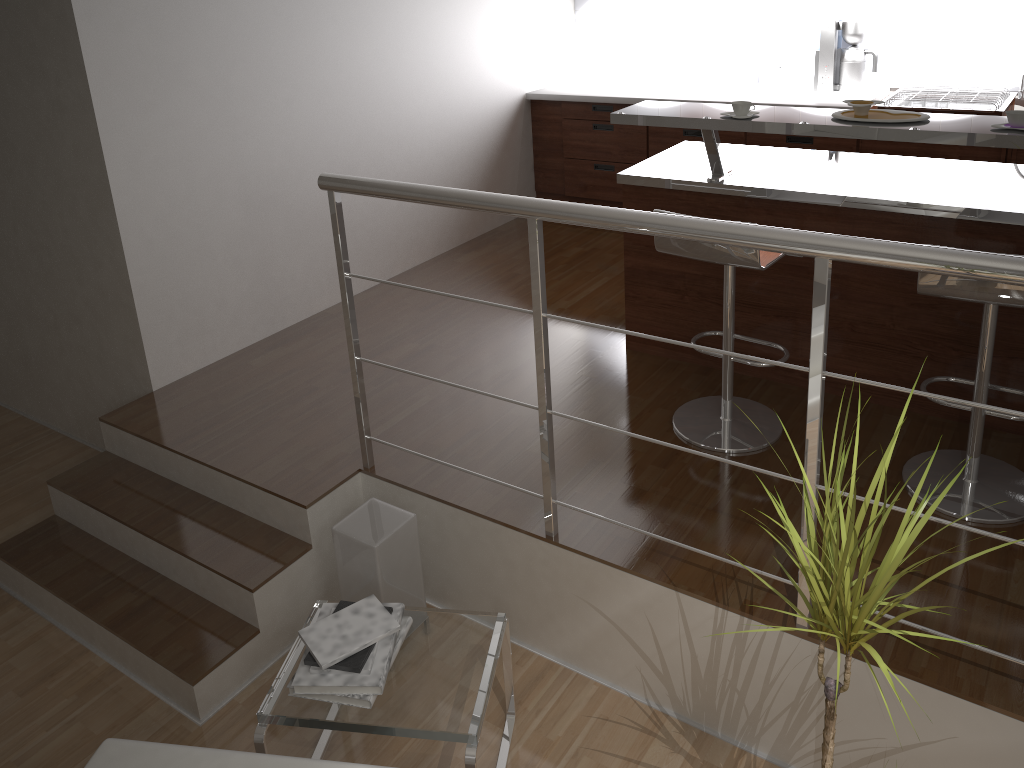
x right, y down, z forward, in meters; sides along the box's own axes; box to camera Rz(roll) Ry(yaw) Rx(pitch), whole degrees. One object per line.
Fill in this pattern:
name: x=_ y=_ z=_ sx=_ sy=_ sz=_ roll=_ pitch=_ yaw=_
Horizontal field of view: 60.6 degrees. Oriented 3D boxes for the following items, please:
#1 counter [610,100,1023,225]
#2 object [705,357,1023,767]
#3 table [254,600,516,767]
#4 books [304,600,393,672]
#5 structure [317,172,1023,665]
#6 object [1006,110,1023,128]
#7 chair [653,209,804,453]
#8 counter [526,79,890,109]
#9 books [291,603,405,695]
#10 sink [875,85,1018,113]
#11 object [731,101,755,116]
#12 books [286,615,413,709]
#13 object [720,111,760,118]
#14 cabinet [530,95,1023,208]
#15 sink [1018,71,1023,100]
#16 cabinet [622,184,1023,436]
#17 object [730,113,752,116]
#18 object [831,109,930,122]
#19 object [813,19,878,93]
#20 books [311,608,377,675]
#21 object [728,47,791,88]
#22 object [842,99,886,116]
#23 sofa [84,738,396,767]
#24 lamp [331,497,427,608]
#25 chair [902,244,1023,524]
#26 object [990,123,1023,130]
counter: x=1.433 y=-0.845 z=3.164 sx=2.133 sy=0.302 sz=0.873 roll=15 pitch=31 yaw=33
object: x=0.565 y=0.668 z=1.537 sx=0.452 sy=1.399 sz=0.514 roll=-20 pitch=26 yaw=-38
table: x=-0.308 y=0.896 z=2.334 sx=0.550 sy=0.380 sz=0.490 roll=1 pitch=24 yaw=10
books: x=-0.418 y=0.648 z=2.261 sx=0.152 sy=0.014 sz=0.228 roll=3 pitch=27 yaw=14
structure: x=0.390 y=0.059 z=2.282 sx=2.357 sy=0.998 sz=0.059 roll=14 pitch=26 yaw=33
object: x=1.544 y=-0.804 z=2.664 sx=0.067 sy=0.043 sz=0.083 roll=-11 pitch=26 yaw=-15
chair: x=0.746 y=-0.227 z=3.039 sx=0.395 sy=0.805 sz=0.441 roll=13 pitch=26 yaw=37
counter: x=1.147 y=-1.797 z=5.422 sx=2.133 sy=0.038 sz=0.708 roll=15 pitch=31 yaw=33
books: x=-0.416 y=0.680 z=2.272 sx=0.227 sy=0.026 sz=0.304 roll=-1 pitch=26 yaw=5
sink: x=2.315 y=-1.451 z=4.671 sx=0.609 sy=0.190 sz=0.625 roll=14 pitch=30 yaw=32
object: x=0.815 y=-0.976 z=3.109 sx=0.067 sy=0.043 sz=0.083 roll=-8 pitch=25 yaw=-9
books: x=-0.414 y=0.704 z=2.280 sx=0.227 sy=0.026 sz=0.303 roll=3 pitch=27 yaw=14
object: x=0.806 y=-0.961 z=3.128 sx=0.132 sy=0.008 sz=0.145 roll=15 pitch=32 yaw=34
cabinet: x=1.746 y=-1.302 z=5.154 sx=3.554 sy=0.759 sz=0.707 roll=15 pitch=29 yaw=33
sink: x=2.844 y=-1.476 z=4.249 sx=0.681 sy=0.550 sz=0.625 roll=12 pitch=28 yaw=33
cabinet: x=1.415 y=-0.419 z=3.449 sx=1.875 sy=0.712 sz=0.659 roll=14 pitch=28 yaw=33
object: x=0.816 y=-0.961 z=3.122 sx=0.077 sy=0.002 sz=0.081 roll=-4 pitch=26 yaw=0
object: x=1.238 y=-0.901 z=2.946 sx=0.314 sy=0.010 sz=0.226 roll=16 pitch=32 yaw=34
object: x=1.926 y=-1.884 z=5.021 sx=0.334 sy=0.385 sz=0.170 roll=12 pitch=25 yaw=34
books: x=-0.417 y=0.661 z=2.265 sx=0.151 sy=0.014 sz=0.229 roll=-1 pitch=26 yaw=5
object: x=1.516 y=-1.947 z=5.378 sx=0.375 sy=0.228 sz=0.162 roll=14 pitch=27 yaw=33
object: x=1.182 y=-0.932 z=2.967 sx=0.142 sy=0.039 sz=0.135 roll=15 pitch=31 yaw=33
sofa: x=-0.566 y=1.361 z=1.051 sx=0.906 sy=0.701 sz=1.882 roll=1 pitch=26 yaw=10
lamp: x=-0.416 y=0.639 z=2.788 sx=0.195 sy=0.456 sz=0.207 roll=10 pitch=25 yaw=33
chair: x=1.401 y=-0.053 z=2.600 sx=0.391 sy=0.805 sz=0.444 roll=8 pitch=24 yaw=29
object: x=1.535 y=-0.786 z=2.677 sx=0.130 sy=0.008 sz=0.148 roll=3 pitch=27 yaw=13
